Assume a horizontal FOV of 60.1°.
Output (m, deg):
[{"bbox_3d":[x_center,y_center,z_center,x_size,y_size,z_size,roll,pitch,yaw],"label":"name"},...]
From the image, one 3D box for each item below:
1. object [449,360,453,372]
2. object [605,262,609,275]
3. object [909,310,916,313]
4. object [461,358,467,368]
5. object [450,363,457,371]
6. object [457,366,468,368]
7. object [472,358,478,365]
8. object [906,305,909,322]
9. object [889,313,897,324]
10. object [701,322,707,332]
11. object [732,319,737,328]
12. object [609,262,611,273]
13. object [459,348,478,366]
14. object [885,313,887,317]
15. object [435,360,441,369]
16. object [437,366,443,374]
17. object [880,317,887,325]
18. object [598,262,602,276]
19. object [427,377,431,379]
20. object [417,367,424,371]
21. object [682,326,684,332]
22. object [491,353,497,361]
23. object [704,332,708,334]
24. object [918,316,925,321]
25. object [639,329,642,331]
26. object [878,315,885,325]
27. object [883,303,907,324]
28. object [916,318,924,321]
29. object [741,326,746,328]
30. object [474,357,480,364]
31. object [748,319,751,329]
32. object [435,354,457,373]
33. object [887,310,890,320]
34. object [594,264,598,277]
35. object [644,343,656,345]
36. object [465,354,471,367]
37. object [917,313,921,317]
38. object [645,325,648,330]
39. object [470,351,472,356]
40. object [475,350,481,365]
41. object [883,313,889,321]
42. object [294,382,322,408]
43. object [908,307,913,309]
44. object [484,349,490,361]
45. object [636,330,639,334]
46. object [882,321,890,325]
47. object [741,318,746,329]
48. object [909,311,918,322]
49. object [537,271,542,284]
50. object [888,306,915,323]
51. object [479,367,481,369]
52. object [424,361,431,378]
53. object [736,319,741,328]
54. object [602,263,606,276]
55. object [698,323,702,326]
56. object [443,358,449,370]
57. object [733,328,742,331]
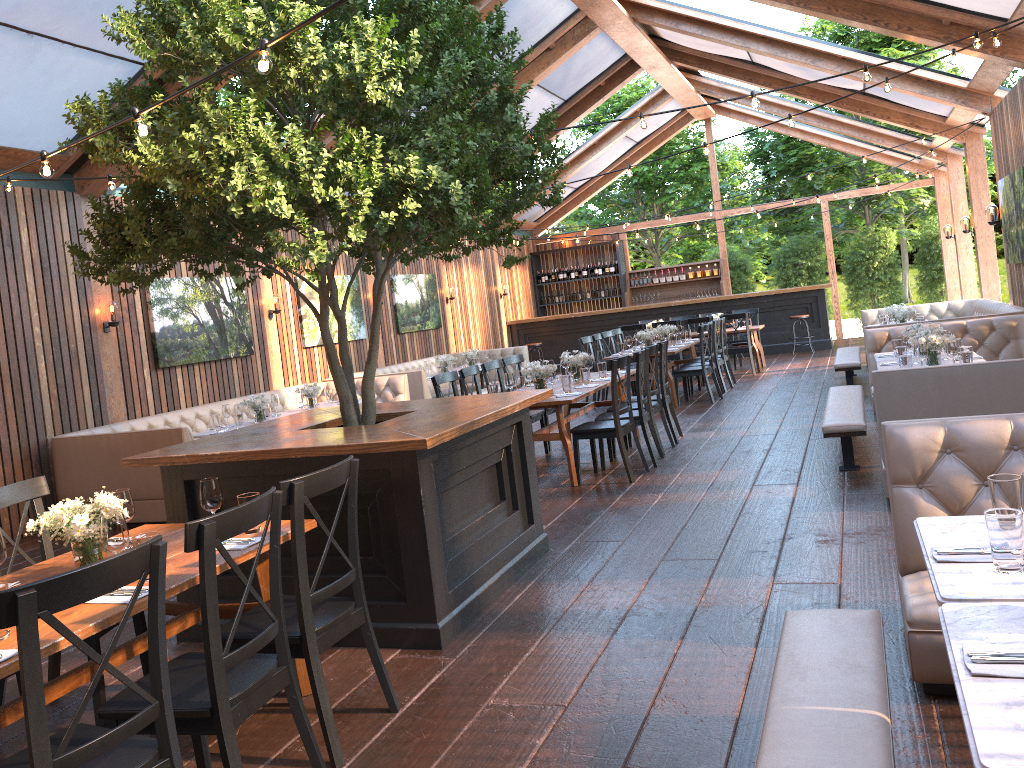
[{"bbox_3d":[-0.959,-0.319,13.870,0.092,0.244,0.092,-8,2,-26],"label":"object"},{"bbox_3d":[2.231,-2.714,20.805,0.078,0.312,0.078,-7,1,17],"label":"object"},{"bbox_3d":[4.930,-0.782,10.857,0.092,0.244,0.092,-7,2,-21],"label":"object"},{"bbox_3d":[-0.789,-0.353,14.541,0.091,0.158,0.092,-7,2,8],"label":"object"},{"bbox_3d":[-0.867,-0.231,13.205,0.091,0.158,0.092,-7,2,8],"label":"object"},{"bbox_3d":[-0.769,-0.299,14.708,0.254,0.019,0.158,-5,5,22],"label":"object"},{"bbox_3d":[-0.582,-0.326,13.923,0.091,0.158,0.092,-7,2,8],"label":"object"},{"bbox_3d":[5.498,-0.974,12.317,0.092,0.244,0.092,-8,2,-26],"label":"object"},{"bbox_3d":[4.659,-0.744,10.805,0.092,0.244,0.092,-7,2,-21],"label":"object"},{"bbox_3d":[3.357,-1.037,15.477,0.092,0.244,0.092,-8,2,-26],"label":"object"},{"bbox_3d":[3.875,-1.048,15.379,0.092,0.158,0.091,-9,3,-42],"label":"object"},{"bbox_3d":[2.335,-2.737,20.940,0.077,0.309,0.077,-7,1,0],"label":"object"},{"bbox_3d":[-0.681,-0.421,14.295,0.329,0.309,0.337,-7,3,-4],"label":"object"},{"bbox_3d":[5.216,-0.934,12.250,0.092,0.244,0.092,-8,2,-26],"label":"object"},{"bbox_3d":[-1.075,-0.228,12.956,0.092,0.244,0.092,-7,2,-21],"label":"object"},{"bbox_3d":[-1.041,-0.180,12.851,0.091,0.158,0.092,-7,2,8],"label":"object"},{"bbox_3d":[4.847,-0.784,11.523,0.091,0.158,0.092,-7,2,8],"label":"object"},{"bbox_3d":[2.070,-2.712,20.883,0.087,0.334,0.087,-7,1,2],"label":"object"},{"bbox_3d":[-1.198,-0.092,12.864,0.157,0.019,0.256,-5,5,22],"label":"object"},{"bbox_3d":[-1.346,-0.164,13.096,0.091,0.158,0.092,-7,2,8],"label":"object"},{"bbox_3d":[2.899,-0.911,15.149,0.092,0.158,0.091,-9,3,-42],"label":"object"},{"bbox_3d":[-0.299,-0.423,14.666,0.091,0.158,0.092,-7,2,8],"label":"object"},{"bbox_3d":[3.237,-0.868,14.985,0.157,0.019,0.256,-5,5,22],"label":"object"},{"bbox_3d":[5.040,-0.754,10.886,0.091,0.158,0.092,-7,2,8],"label":"object"},{"bbox_3d":[2.324,-0.945,15.876,0.092,0.244,0.092,-8,2,-26],"label":"object"},{"bbox_3d":[5.117,-0.876,12.222,0.091,0.158,0.092,-7,2,8],"label":"object"},{"bbox_3d":[5.220,-0.944,11.978,0.329,0.309,0.337,-7,3,-4],"label":"object"},{"bbox_3d":[4.865,-0.703,10.532,0.091,0.158,0.092,-7,2,8],"label":"object"},{"bbox_3d":[4.062,-0.999,15.358,0.157,0.019,0.256,-5,5,22],"label":"object"},{"bbox_3d":[-0.584,-0.406,14.871,0.091,0.158,0.092,-7,2,8],"label":"object"},{"bbox_3d":[3.943,-1.003,14.737,0.092,0.158,0.091,-9,3,-42],"label":"object"},{"bbox_3d":[-1.004,-0.307,13.400,0.328,0.309,0.338,-4,4,44],"label":"object"},{"bbox_3d":[4.947,-0.842,11.551,0.092,0.244,0.092,-8,2,-26],"label":"object"},{"bbox_3d":[1.989,-2.690,20.904,0.077,0.306,0.077,-6,1,38],"label":"object"},{"bbox_3d":[2.140,-0.623,13.666,0.254,0.019,0.158,-5,5,22],"label":"object"},{"bbox_3d":[-0.692,-0.354,13.893,0.092,0.244,0.092,-8,2,-26],"label":"object"},{"bbox_3d":[5.324,-0.849,11.604,0.091,0.158,0.092,-7,2,8],"label":"object"},{"bbox_3d":[2.335,-0.913,15.476,0.092,0.244,0.092,-8,2,-26],"label":"object"},{"bbox_3d":[-0.690,-0.411,14.569,0.092,0.244,0.092,-8,2,-26],"label":"object"},{"bbox_3d":[-0.561,-0.443,14.765,0.092,0.244,0.092,-8,2,-26],"label":"object"},{"bbox_3d":[5.322,-0.929,12.552,0.091,0.158,0.092,-7,2,8],"label":"object"},{"bbox_3d":[-2.295,0.129,10.081,0.335,0.309,0.331,-5,4,38],"label":"object"},{"bbox_3d":[5.215,-0.877,11.574,0.092,0.244,0.092,-8,2,-26],"label":"object"},{"bbox_3d":[-0.408,-0.451,14.637,0.092,0.244,0.092,-8,2,-26],"label":"object"},{"bbox_3d":[2.286,-0.907,15.992,0.092,0.158,0.091,-9,3,-42],"label":"object"},{"bbox_3d":[4.560,-0.687,10.777,0.091,0.158,0.092,-7,2,8],"label":"object"},{"bbox_3d":[3.905,-1.052,14.865,0.092,0.244,0.092,-8,2,-26],"label":"object"},{"bbox_3d":[4.831,-0.751,10.636,0.092,0.244,0.092,-7,2,-21],"label":"object"},{"bbox_3d":[0.662,-2.588,21.497,0.081,0.324,0.171,-7,2,7],"label":"object"},{"bbox_3d":[4.897,-0.829,11.083,0.328,0.309,0.338,-4,4,44],"label":"object"},{"bbox_3d":[-0.585,-0.242,13.758,0.254,0.019,0.158,-5,5,22],"label":"object"},{"bbox_3d":[-1.247,-0.221,13.124,0.092,0.244,0.092,-7,2,-21],"label":"object"},{"bbox_3d":[3.915,-1.086,15.257,0.092,0.244,0.092,-8,2,-26],"label":"object"},{"bbox_3d":[2.166,-2.710,20.865,0.077,0.309,0.077,-7,1,0],"label":"object"},{"bbox_3d":[3.326,-0.998,15.572,0.092,0.158,0.091,-9,3,-42],"label":"object"},{"bbox_3d":[-0.976,-0.259,13.176,0.092,0.244,0.092,-7,2,-21],"label":"object"},{"bbox_3d":[3.781,-0.916,14.776,0.157,0.019,0.256,-5,5,22],"label":"object"}]
